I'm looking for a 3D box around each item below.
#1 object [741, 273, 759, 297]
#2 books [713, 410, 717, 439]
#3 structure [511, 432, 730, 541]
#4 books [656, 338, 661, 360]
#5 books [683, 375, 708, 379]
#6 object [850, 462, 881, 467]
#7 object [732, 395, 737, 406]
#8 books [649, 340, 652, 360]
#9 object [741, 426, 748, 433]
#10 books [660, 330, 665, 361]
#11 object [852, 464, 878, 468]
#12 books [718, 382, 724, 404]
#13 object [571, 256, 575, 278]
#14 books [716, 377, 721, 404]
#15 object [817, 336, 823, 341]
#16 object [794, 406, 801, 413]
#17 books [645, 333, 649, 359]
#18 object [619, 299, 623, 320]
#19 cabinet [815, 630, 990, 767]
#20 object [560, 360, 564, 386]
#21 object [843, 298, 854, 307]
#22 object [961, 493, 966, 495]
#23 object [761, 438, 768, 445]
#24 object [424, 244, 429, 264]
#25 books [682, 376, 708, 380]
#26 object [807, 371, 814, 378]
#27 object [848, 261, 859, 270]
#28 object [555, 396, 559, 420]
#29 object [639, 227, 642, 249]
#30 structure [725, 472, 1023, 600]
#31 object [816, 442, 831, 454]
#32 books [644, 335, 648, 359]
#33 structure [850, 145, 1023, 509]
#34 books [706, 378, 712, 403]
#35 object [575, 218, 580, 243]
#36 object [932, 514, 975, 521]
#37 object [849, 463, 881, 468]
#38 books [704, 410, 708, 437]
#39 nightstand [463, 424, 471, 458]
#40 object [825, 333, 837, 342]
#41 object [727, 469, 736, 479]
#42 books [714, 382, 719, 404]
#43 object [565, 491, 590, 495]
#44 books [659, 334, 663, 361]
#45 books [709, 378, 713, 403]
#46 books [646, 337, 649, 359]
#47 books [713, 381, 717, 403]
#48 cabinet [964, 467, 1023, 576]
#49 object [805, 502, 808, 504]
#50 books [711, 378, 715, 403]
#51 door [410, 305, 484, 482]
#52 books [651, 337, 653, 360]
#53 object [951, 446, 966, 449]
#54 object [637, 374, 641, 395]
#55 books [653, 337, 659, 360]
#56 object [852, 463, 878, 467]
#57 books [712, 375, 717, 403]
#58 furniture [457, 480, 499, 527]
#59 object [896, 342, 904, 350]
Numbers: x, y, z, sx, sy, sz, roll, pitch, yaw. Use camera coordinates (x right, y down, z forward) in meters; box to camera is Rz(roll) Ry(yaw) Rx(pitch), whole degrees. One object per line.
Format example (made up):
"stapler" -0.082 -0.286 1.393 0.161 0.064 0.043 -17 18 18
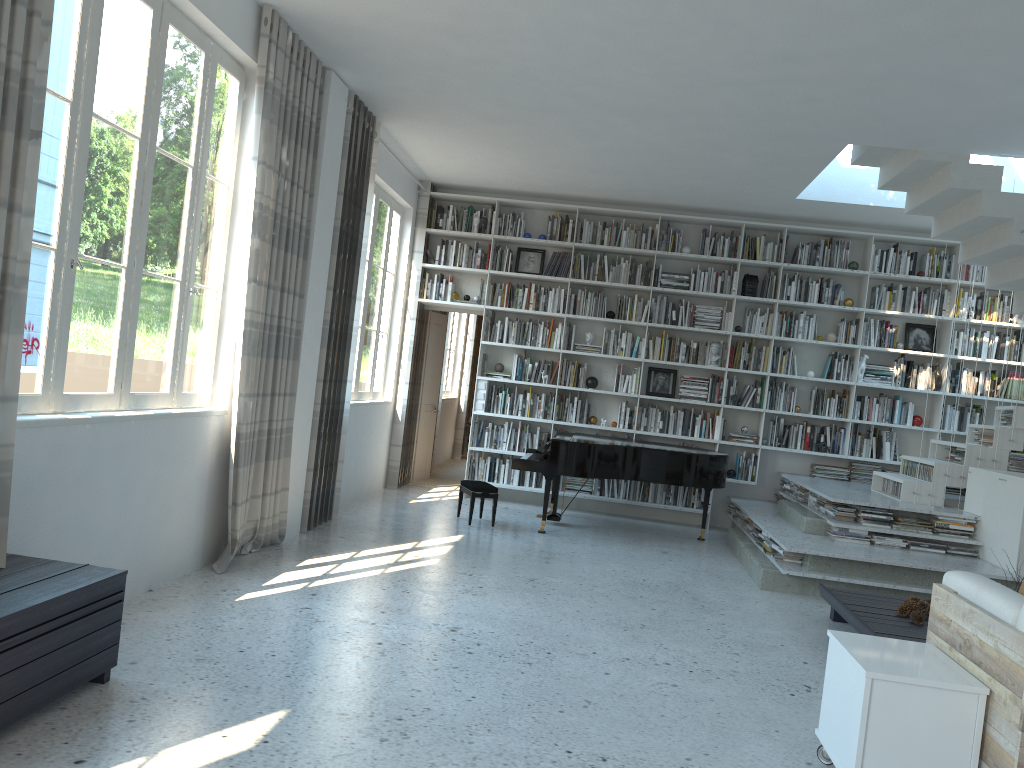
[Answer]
"object" 2.419 -0.995 9.014 0.135 0.248 0.135 7 1 -4
"books" 2.080 0.417 9.140 0.011 0.300 0.149 7 1 6
"structure" 0.999 0.948 8.132 1.918 0.833 1.334 7 1 6
"books" 1.517 -0.356 9.194 0.029 0.240 0.155 7 1 6
"books" 1.888 -0.072 9.149 0.254 0.012 0.161 7 0 10
"object" 3.569 0.811 8.967 0.285 0.005 0.159 7 0 11
"object" 2.245 0.163 8.952 0.054 0.113 0.079 7 1 5
"books" 1.435 -0.350 9.189 0.053 0.209 0.156 7 1 6
"object" 2.361 0.463 9.001 0.071 0.072 0.071 6 1 -35
"books" 1.550 -0.391 9.159 0.014 0.317 0.188 7 1 6
"object" 3.569 0.828 8.979 0.254 0.006 0.161 7 0 6
"books" 2.136 0.091 9.107 0.034 0.229 0.199 7 1 6
"object" 0.642 -1.204 9.287 0.012 0.254 0.161 7 1 6
"books" 2.118 0.064 9.119 0.011 0.279 0.186 7 1 6
"object" 3.114 -0.456 8.984 0.068 0.068 0.068 6 1 -16
"object" 2.899 0.259 9.025 0.071 0.072 0.071 6 1 -35
"books" 1.400 -0.391 9.219 0.010 0.282 0.140 7 1 6
"object" 1.135 -0.765 9.243 0.010 0.225 0.142 7 1 6
"cabinet" 1.317 1.183 3.067 0.380 0.487 0.502 7 1 6
"object" 0.529 -0.116 9.319 0.012 0.270 0.130 7 1 6
"object" 3.377 -0.811 8.895 0.100 0.102 0.100 6 1 -16
"object" 4.699 1.121 8.862 0.367 0.007 0.206 7 0 16
"object" 2.580 0.590 9.057 0.071 0.072 0.071 6 1 -35
"object" -0.915 -1.405 9.441 0.035 0.295 0.176 7 1 6
"books" 1.886 -0.059 9.152 0.254 0.012 0.161 7 0 3
"object" 3.023 -0.098 8.974 0.071 0.072 0.071 6 1 -35
"object" 3.418 -1.177 8.882 0.104 0.105 0.104 6 1 -35
"object" 0.474 0.255 9.315 0.012 0.254 0.161 7 1 6
"object" 1.329 -1.491 9.208 0.010 0.247 0.157 7 1 6
"structure" 3.380 1.319 7.567 2.899 0.659 3.112 7 0 6
"object" 3.106 0.633 8.851 0.160 0.114 0.064 6 1 -6
"books" 1.386 -0.378 9.211 0.012 0.254 0.161 7 1 6
"structure" 3.667 -0.351 7.141 2.613 3.383 1.954 7 1 6
"books" 2.028 0.066 9.134 0.012 0.254 0.161 7 1 6
"object" 0.685 -1.585 9.281 0.012 0.285 0.159 7 1 6
"object" 3.426 1.022 6.913 0.284 0.030 0.177 7 0 6
"object" 3.569 0.822 8.980 0.285 0.005 0.159 7 0 6
"books" 1.991 0.415 9.158 0.010 0.284 0.132 7 1 6
"nightstand" -0.769 0.859 13.700 0.650 0.518 0.430 7 1 9
"object" 3.233 -0.464 8.995 0.111 0.113 0.111 6 1 -16
"object" 2.226 0.914 9.004 0.094 0.095 0.093 6 1 -35
"books" 2.101 0.093 9.138 0.021 0.217 0.132 7 1 6
"object" 0.694 1.132 9.290 0.254 0.007 0.161 7 0 9
"books" 1.541 -0.375 9.204 0.010 0.284 0.136 7 1 6
"books" 2.040 0.064 9.130 0.011 0.261 0.184 7 1 6
"books" 1.407 -0.366 9.217 0.011 0.235 0.142 7 1 6
"books" 2.086 0.083 9.142 0.013 0.232 0.134 7 1 6
"cabinet" 3.807 1.017 6.581 0.551 0.668 0.993 7 1 6
"object" 2.740 1.082 8.117 0.145 0.010 0.266 7 0 2
"books" 2.063 0.069 9.138 0.013 0.256 0.162 7 1 6
"door" -0.731 0.159 9.998 0.834 1.981 0.786 7 1 6
"books" 1.456 -0.364 9.198 0.042 0.242 0.162 7 1 6
"object" 4.027 0.568 7.914 0.161 0.025 0.174 7 0 10
"object" 1.320 0.003 9.237 0.017 0.216 0.103 7 1 6
"books" 1.491 -0.363 9.203 0.026 0.248 0.139 7 1 6
"object" 3.570 0.817 8.977 0.254 0.006 0.161 7 0 7
"books" 2.077 0.054 9.136 0.011 0.288 0.152 7 1 6
"furniture" -0.304 1.033 7.764 0.240 0.353 0.467 6 1 -19
"object" 3.878 -0.379 8.897 0.091 0.092 0.091 6 1 -35
